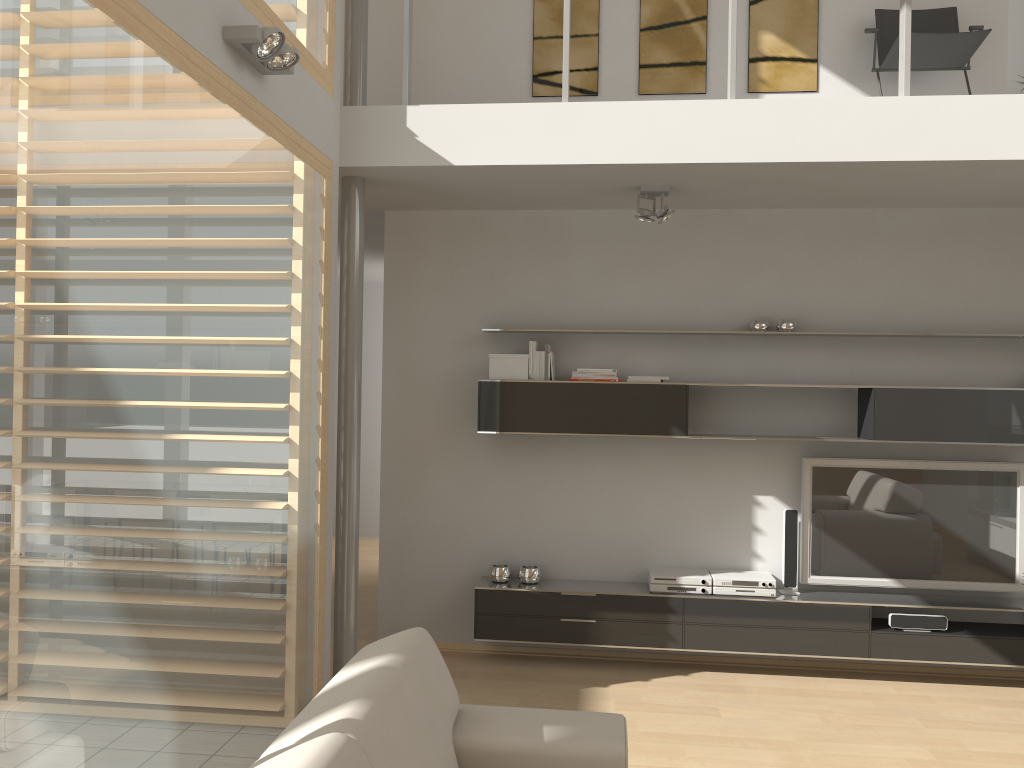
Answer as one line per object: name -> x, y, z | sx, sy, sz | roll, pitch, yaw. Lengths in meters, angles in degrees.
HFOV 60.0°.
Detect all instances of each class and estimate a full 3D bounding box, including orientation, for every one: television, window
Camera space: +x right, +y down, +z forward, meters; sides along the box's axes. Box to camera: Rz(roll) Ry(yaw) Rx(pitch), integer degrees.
television -> 2.294, 0.802, 5.107 | 1.224, 0.735, 0.096 | 1, 0, 6
window -> -1.005, -2.586, 2.954 | 0.020, 2.200, 2.525 | 1, 0, 6
window -> -1.054, 0.264, 2.947 | 0.020, 2.500, 2.525 | 1, 0, 6

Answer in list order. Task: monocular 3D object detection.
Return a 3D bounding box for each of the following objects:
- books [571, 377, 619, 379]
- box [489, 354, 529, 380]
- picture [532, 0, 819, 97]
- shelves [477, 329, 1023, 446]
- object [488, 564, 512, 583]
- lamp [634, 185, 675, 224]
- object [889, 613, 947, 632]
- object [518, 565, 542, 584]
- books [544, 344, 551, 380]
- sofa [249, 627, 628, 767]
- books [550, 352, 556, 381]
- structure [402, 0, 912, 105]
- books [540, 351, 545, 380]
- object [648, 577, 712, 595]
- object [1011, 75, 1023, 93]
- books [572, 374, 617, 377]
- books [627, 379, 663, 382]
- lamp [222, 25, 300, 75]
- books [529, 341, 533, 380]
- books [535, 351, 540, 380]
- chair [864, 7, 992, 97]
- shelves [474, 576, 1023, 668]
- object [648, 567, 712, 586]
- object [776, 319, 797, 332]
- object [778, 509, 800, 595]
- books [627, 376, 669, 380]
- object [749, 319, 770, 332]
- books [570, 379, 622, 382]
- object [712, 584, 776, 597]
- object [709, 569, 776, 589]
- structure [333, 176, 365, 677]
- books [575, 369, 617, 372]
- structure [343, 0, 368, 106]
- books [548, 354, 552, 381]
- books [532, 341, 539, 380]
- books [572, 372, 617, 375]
books -> 0.488, -0.034, 5.192 | 0.268, 0.011, 0.190 | 1, 0, 8
box -> -0.008, -0.098, 5.242 | 0.232, 0.149, 0.232 | 1, 0, 6
picture -> 0.974, -2.633, 5.310 | 1.684, 1.800, 0.010 | 1, 0, 6
shelves -> 1.923, 0.166, 5.047 | 4.236, 0.914, 0.300 | 1, 0, 6
object -> -0.071, 1.130, 5.294 | 0.143, 0.091, 0.143 | 1, 0, 38
lamp -> 0.764, -0.953, 4.751 | 0.214, 0.195, 0.150 | 1, 0, 6
object -> 2.241, 1.318, 4.917 | 0.300, 0.092, 0.085 | 1, 0, 6
object -> 0.106, 1.133, 5.274 | 0.143, 0.091, 0.143 | 1, 0, 38
books -> 0.211, -0.124, 5.241 | 0.021, 0.210, 0.207 | 1, 0, 6
sofa -> -0.158, 1.202, 1.980 | 1.168, 0.846, 2.093 | 1, 0, 6
books -> 0.243, -0.104, 5.252 | 0.023, 0.169, 0.230 | 1, 0, 6
structure -> 1.847, -1.783, 4.196 | 5.400, 0.900, 0.080 | 1, 0, 6
books -> 0.188, -0.105, 5.256 | 0.027, 0.169, 0.230 | 1, 0, 6
object -> 0.971, 1.169, 5.149 | 0.349, 0.049, 0.262 | 1, 0, 6
object -> 3.945, -1.827, 5.323 | 1.331, 1.069, 1.491 | 1, 0, 4
books -> 0.478, -0.047, 5.191 | 0.254, 0.015, 0.190 | 1, 0, 2
books -> 0.778, -0.018, 5.173 | 0.190, 0.015, 0.254 | 1, 0, 13
lamp -> -0.892, -1.213, 3.238 | 0.183, 0.110, 0.360 | 1, 0, 6
books -> 0.120, -0.135, 5.257 | 0.017, 0.227, 0.230 | 1, 0, 6
books -> 0.160, -0.105, 5.251 | 0.027, 0.169, 0.230 | 1, 0, 6
chair -> 2.276, -1.737, 4.857 | 0.628, 0.825, 0.537 | 1, 0, 6
shelves -> 1.903, 1.365, 5.044 | 4.236, 0.312, 0.300 | 1, 0, 6
object -> 0.972, 1.120, 5.149 | 0.349, 0.049, 0.262 | 1, 0, 6
object -> 1.587, -0.337, 5.124 | 0.115, 0.081, 0.115 | 1, 0, -13
object -> 1.603, 0.963, 5.116 | 0.111, 0.483, 0.116 | 1, 0, 3
books -> 0.791, -0.034, 5.167 | 0.230, 0.017, 0.227 | 1, 0, 6
object -> 1.447, -0.339, 5.182 | 0.115, 0.081, 0.115 | 1, 0, -13
books -> 0.492, -0.021, 5.190 | 0.297, 0.013, 0.210 | 1, 0, 6
object -> 1.325, 1.175, 5.116 | 0.349, 0.049, 0.250 | 1, 0, 6
object -> 1.325, 1.126, 5.111 | 0.349, 0.049, 0.262 | 1, 0, 6
structure -> -0.854, 0.272, 4.648 | 0.121, 2.700, 0.122 | 1, 0, -6
books -> 0.491, -0.078, 5.200 | 0.227, 0.017, 0.230 | 1, 0, 1
structure -> -0.805, -2.578, 4.655 | 0.121, 2.400, 0.122 | 1, 0, -6
books -> 0.226, -0.098, 5.241 | 0.009, 0.156, 0.207 | 1, 0, 6
books -> 0.139, -0.134, 5.262 | 0.017, 0.227, 0.230 | 1, 0, 6
books -> 0.486, -0.062, 5.188 | 0.254, 0.015, 0.190 | 1, 0, 8
